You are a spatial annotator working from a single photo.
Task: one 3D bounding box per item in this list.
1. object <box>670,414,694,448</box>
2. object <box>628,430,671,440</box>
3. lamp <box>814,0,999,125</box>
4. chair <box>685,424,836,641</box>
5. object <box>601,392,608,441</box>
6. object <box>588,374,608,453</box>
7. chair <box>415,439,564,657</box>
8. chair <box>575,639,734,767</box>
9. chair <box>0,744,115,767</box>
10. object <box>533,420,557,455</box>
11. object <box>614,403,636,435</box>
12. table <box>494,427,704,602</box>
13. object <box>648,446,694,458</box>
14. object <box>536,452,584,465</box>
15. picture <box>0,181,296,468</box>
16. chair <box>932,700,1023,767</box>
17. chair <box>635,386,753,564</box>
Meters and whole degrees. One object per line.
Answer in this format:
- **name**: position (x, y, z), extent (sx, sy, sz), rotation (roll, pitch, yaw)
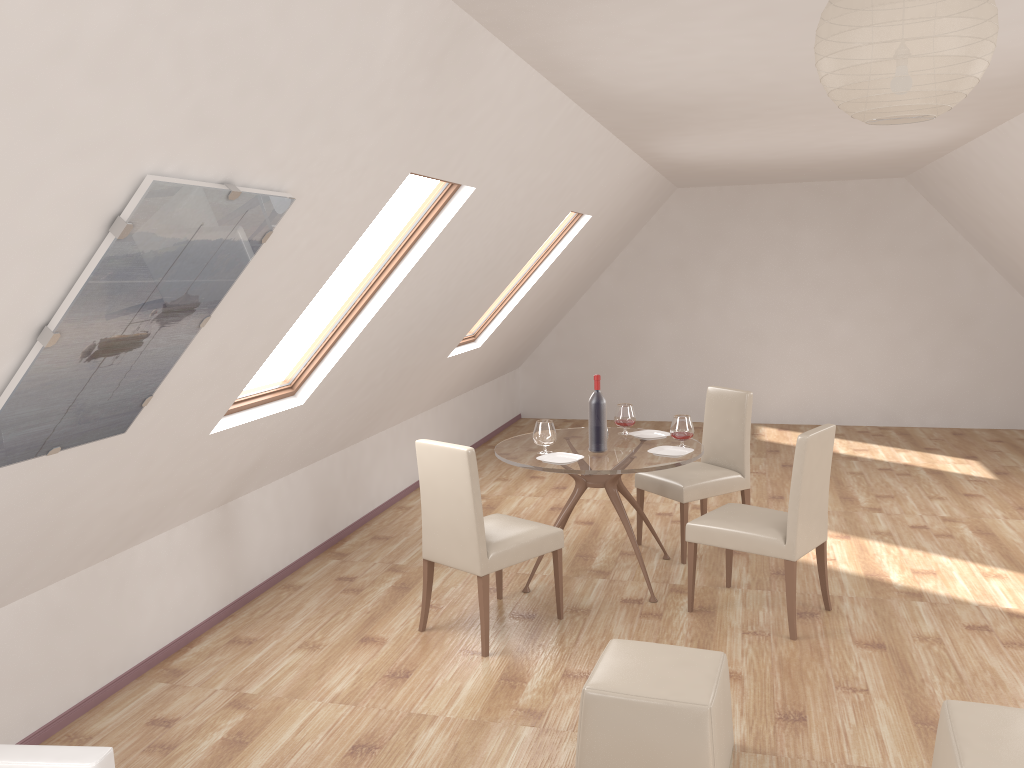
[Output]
- **object**: position (0.965, 0.270, 5.034), extent (0.136, 0.183, 0.136), rotation (-2, 8, -6)
- **object**: position (0.834, 0.311, 5.356), extent (0.228, 0.020, 0.228), rotation (-6, 9, -29)
- **lamp**: position (0.786, -0.784, 1.776), extent (0.340, 0.497, 0.340), rotation (-7, 9, -35)
- **chair**: position (1.283, 0.693, 4.564), extent (0.618, 0.999, 0.477), rotation (5, 10, 40)
- **object**: position (0.496, 0.200, 5.114), extent (0.086, 0.322, 0.096), rotation (-5, 8, -21)
- **object**: position (0.479, 0.164, 4.956), extent (0.109, 0.435, 0.109), rotation (0, 8, 11)
- **chair**: position (-0.117, 0.742, 4.472), extent (0.477, 0.999, 0.618), rotation (6, 11, 43)
- **chair**: position (0.524, 1.199, 3.206), extent (0.506, 0.394, 0.506), rotation (1, 8, 20)
- **chair**: position (-1.430, 1.263, 1.974), extent (0.820, 0.706, 0.748), rotation (-1, 8, 5)
- **object**: position (0.184, 0.297, 4.979), extent (0.136, 0.183, 0.136), rotation (6, 10, 42)
- **object**: position (0.697, 0.217, 5.474), extent (0.136, 0.183, 0.136), rotation (-2, 8, -6)
- **table**: position (0.508, 0.742, 5.187), extent (1.198, 0.770, 1.198), rotation (4, 10, 36)
- **object**: position (0.873, 0.376, 4.878), extent (0.228, 0.020, 0.228), rotation (5, 10, 38)
- **object**: position (0.260, 0.405, 4.774), extent (0.228, 0.020, 0.228), rotation (5, 10, 41)
- **picture**: position (-1.056, -0.153, 2.496), extent (0.683, 0.738, 0.650), rotation (1, 8, 16)
- **chair**: position (1.558, 1.246, 2.671), extent (0.506, 0.394, 0.506), rotation (1, 8, 20)
- **chair**: position (1.172, 0.548, 5.645), extent (0.618, 0.999, 0.477), rotation (-6, 9, -29)
